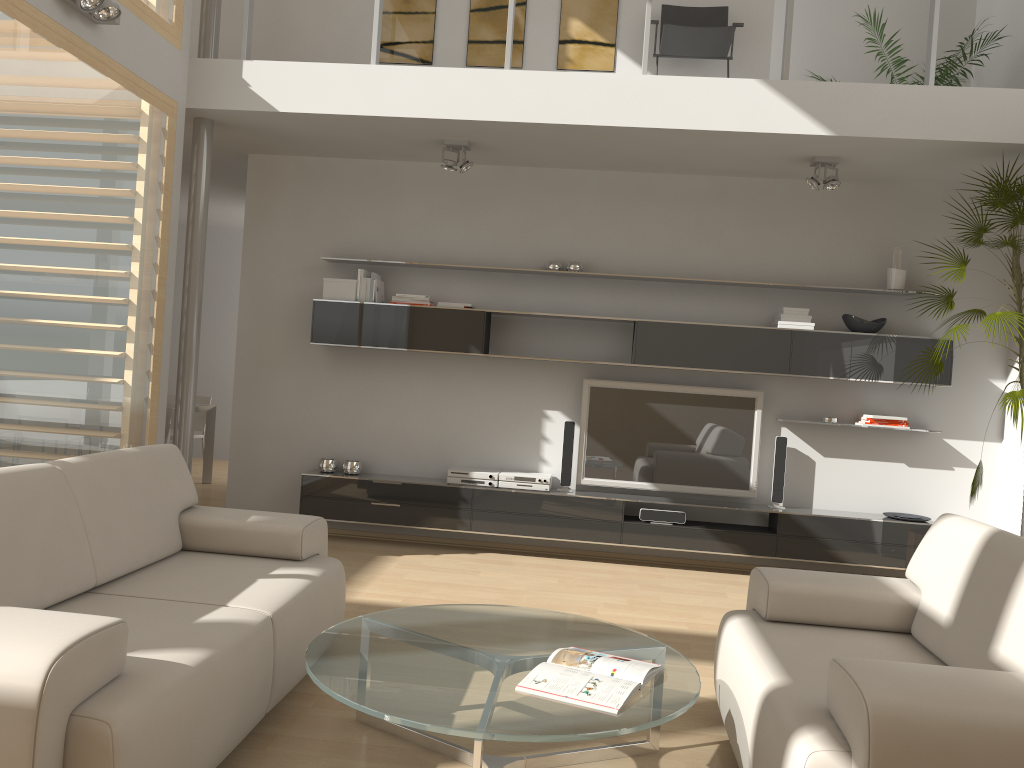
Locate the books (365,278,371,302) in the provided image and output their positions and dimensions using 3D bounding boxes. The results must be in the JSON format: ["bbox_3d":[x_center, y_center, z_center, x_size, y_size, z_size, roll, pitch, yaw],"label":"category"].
[{"bbox_3d":[-0.979,-0.645,6.210,0.027,0.169,0.230,4,1,5],"label":"books"}]

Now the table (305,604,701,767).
[{"bbox_3d":[-0.039,1.026,2.749,1.198,0.370,1.198,4,1,22],"label":"table"}]

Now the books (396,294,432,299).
[{"bbox_3d":[-0.677,-0.601,6.160,0.227,0.017,0.230,4,1,0],"label":"books"}]

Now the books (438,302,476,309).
[{"bbox_3d":[-0.379,-0.542,6.133,0.230,0.017,0.227,4,1,5],"label":"books"}]

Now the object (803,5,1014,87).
[{"bbox_3d":[2.860,-2.174,6.322,1.331,1.069,1.491,4,1,3],"label":"object"}]

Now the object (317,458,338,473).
[{"bbox_3d":[-1.301,0.575,6.261,0.143,0.091,0.143,4,1,37],"label":"object"}]

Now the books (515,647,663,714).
[{"bbox_3d":[0.237,0.843,2.590,0.297,0.037,0.440,4,1,25],"label":"books"}]

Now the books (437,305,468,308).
[{"bbox_3d":[-0.392,-0.526,6.139,0.190,0.015,0.254,4,1,12],"label":"books"}]

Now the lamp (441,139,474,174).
[{"bbox_3d":[-0.351,-1.454,5.703,0.214,0.195,0.150,4,1,5],"label":"lamp"}]

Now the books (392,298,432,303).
[{"bbox_3d":[-0.691,-0.571,6.151,0.254,0.015,0.190,4,1,1],"label":"books"}]

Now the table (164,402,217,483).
[{"bbox_3d":[-3.971,0.500,8.096,2.199,0.746,0.900,4,1,5],"label":"table"}]

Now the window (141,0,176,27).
[{"bbox_3d":[-2.001,-3.147,3.849,0.020,2.200,2.525,4,1,5],"label":"window"}]

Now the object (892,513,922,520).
[{"bbox_3d":[2.609,0.881,5.863,0.178,0.020,0.178,4,1,-12],"label":"object"}]

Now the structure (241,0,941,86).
[{"bbox_3d":[0.783,-2.220,5.156,5.400,0.900,0.080,4,1,5],"label":"structure"}]

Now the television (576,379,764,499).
[{"bbox_3d":[1.080,0.370,6.114,1.224,0.735,0.096,4,1,5],"label":"television"}]

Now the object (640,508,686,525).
[{"bbox_3d":[1.004,0.887,5.931,0.300,0.092,0.085,4,1,5],"label":"object"}]

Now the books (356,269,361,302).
[{"bbox_3d":[-1.045,-0.678,6.209,0.017,0.227,0.230,4,1,5],"label":"books"}]

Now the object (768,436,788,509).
[{"bbox_3d":[1.804,0.594,5.989,0.111,0.483,0.116,4,1,12],"label":"object"}]

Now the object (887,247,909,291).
[{"bbox_3d":[2.567,-0.760,5.915,0.129,0.291,0.129,4,1,-23],"label":"object"}]

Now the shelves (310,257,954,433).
[{"bbox_3d":[0.744,-0.282,6.038,4.236,0.914,0.300,4,1,5],"label":"shelves"}]

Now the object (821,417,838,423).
[{"bbox_3d":[2.135,0.243,5.966,0.106,0.035,0.105,5,1,41],"label":"object"}]

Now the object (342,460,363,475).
[{"bbox_3d":[-1.125,0.587,6.245,0.143,0.091,0.143,4,1,37],"label":"object"}]

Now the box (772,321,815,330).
[{"bbox_3d":[1.881,-0.384,5.943,0.232,0.047,0.232,4,1,5],"label":"box"}]

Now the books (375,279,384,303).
[{"bbox_3d":[-0.924,-0.641,6.207,0.023,0.169,0.230,4,1,5],"label":"books"}]

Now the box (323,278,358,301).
[{"bbox_3d":[-1.174,-0.648,6.192,0.232,0.149,0.232,4,1,5],"label":"box"}]

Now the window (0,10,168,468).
[{"bbox_3d":[-2.196,-0.304,3.883,0.020,2.500,2.525,4,1,5],"label":"window"}]

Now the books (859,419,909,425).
[{"bbox_3d":[2.475,0.253,5.908,0.254,0.015,0.190,4,1,1],"label":"books"}]

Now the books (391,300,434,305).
[{"bbox_3d":[-0.682,-0.557,6.152,0.268,0.011,0.190,4,1,7],"label":"books"}]

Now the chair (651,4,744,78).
[{"bbox_3d":[1.197,-2.162,5.826,0.628,0.825,0.537,4,1,5],"label":"chair"}]

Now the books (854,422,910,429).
[{"bbox_3d":[2.460,0.277,5.909,0.296,0.013,0.210,4,1,5],"label":"books"}]

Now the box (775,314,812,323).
[{"bbox_3d":[1.882,-0.432,5.944,0.200,0.047,0.200,4,1,5],"label":"box"}]

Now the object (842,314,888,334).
[{"bbox_3d":[2.341,-0.391,5.895,0.317,0.125,0.223,4,1,-16],"label":"object"}]

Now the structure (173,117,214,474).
[{"bbox_3d":[-2.027,-0.312,5.587,0.121,2.700,0.122,4,1,-7],"label":"structure"}]

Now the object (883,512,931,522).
[{"bbox_3d":[2.609,0.883,5.863,0.294,0.020,0.294,5,1,45],"label":"object"}]

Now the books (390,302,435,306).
[{"bbox_3d":[-0.679,-0.545,6.151,0.297,0.013,0.210,4,1,5],"label":"books"}]

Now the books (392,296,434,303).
[{"bbox_3d":[-0.682,-0.586,6.147,0.254,0.015,0.190,4,1,7],"label":"books"}]

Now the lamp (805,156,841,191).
[{"bbox_3d":[1.933,-1.295,5.499,0.214,0.195,0.150,4,1,5],"label":"lamp"}]

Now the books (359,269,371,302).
[{"bbox_3d":[-1.026,-0.677,6.214,0.017,0.227,0.230,4,1,5],"label":"books"}]

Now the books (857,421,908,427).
[{"bbox_3d":[2.464,0.265,5.908,0.268,0.011,0.190,4,1,7],"label":"books"}]

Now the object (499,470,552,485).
[{"bbox_3d":[0.096,0.645,6.104,0.349,0.049,0.262,4,1,5],"label":"object"}]

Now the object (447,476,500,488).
[{"bbox_3d":[-0.260,0.669,6.136,0.349,0.049,0.262,4,1,5],"label":"object"}]

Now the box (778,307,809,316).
[{"bbox_3d":[1.885,-0.479,5.942,0.168,0.047,0.168,4,1,5],"label":"box"}]

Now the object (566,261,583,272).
[{"bbox_3d":[0.433,-0.803,6.100,0.115,0.081,0.115,4,1,-14],"label":"object"}]

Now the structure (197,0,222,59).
[{"bbox_3d":[-1.833,-3.155,5.553,0.121,2.400,0.122,4,1,-7],"label":"structure"}]

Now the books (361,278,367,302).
[{"bbox_3d":[-1.007,-0.646,6.204,0.027,0.169,0.230,4,1,5],"label":"books"}]

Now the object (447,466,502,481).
[{"bbox_3d":[-0.257,0.620,6.136,0.349,0.049,0.262,4,1,5],"label":"object"}]

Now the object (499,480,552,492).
[{"bbox_3d":[0.093,0.693,6.110,0.349,0.049,0.250,4,1,5],"label":"object"}]

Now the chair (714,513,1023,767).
[{"bbox_3d":[1.281,0.876,2.699,1.165,0.846,1.562,4,1,5],"label":"chair"}]

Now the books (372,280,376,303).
[{"bbox_3d":[-0.940,-0.636,6.195,0.009,0.156,0.207,4,1,5],"label":"books"}]

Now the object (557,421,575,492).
[{"bbox_3d":[0.382,0.496,6.112,0.111,0.483,0.116,4,1,2],"label":"object"}]

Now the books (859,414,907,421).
[{"bbox_3d":[2.465,0.221,5.899,0.227,0.017,0.230,4,1,0],"label":"books"}]

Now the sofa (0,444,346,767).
[{"bbox_3d":[-1.332,0.695,2.947,1.168,0.846,2.093,4,1,5],"label":"sofa"}]

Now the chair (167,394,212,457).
[{"bbox_3d":[-3.223,0.517,8.510,0.455,0.807,0.501,4,1,5],"label":"chair"}]

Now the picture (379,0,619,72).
[{"bbox_3d":[-0.065,-3.130,6.241,1.684,1.800,0.010,4,1,5],"label":"picture"}]

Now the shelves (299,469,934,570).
[{"bbox_3d":[0.662,0.914,6.052,4.236,0.312,0.300,4,1,5],"label":"shelves"}]

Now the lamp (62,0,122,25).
[{"bbox_3d":[-1.964,-1.775,4.156,0.183,0.110,0.360,4,1,5],"label":"lamp"}]

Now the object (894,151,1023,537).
[{"bbox_3d":[2.897,0.057,4.322,0.983,2.668,2.706,4,1,-15],"label":"object"}]

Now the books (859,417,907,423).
[{"bbox_3d":[2.469,0.237,5.912,0.254,0.015,0.190,4,1,7],"label":"books"}]

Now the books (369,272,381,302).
[{"bbox_3d":[-0.954,-0.663,6.195,0.021,0.210,0.207,4,1,5],"label":"books"}]

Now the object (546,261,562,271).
[{"bbox_3d":[0.291,-0.813,6.156,0.115,0.081,0.115,4,1,-14],"label":"object"}]
